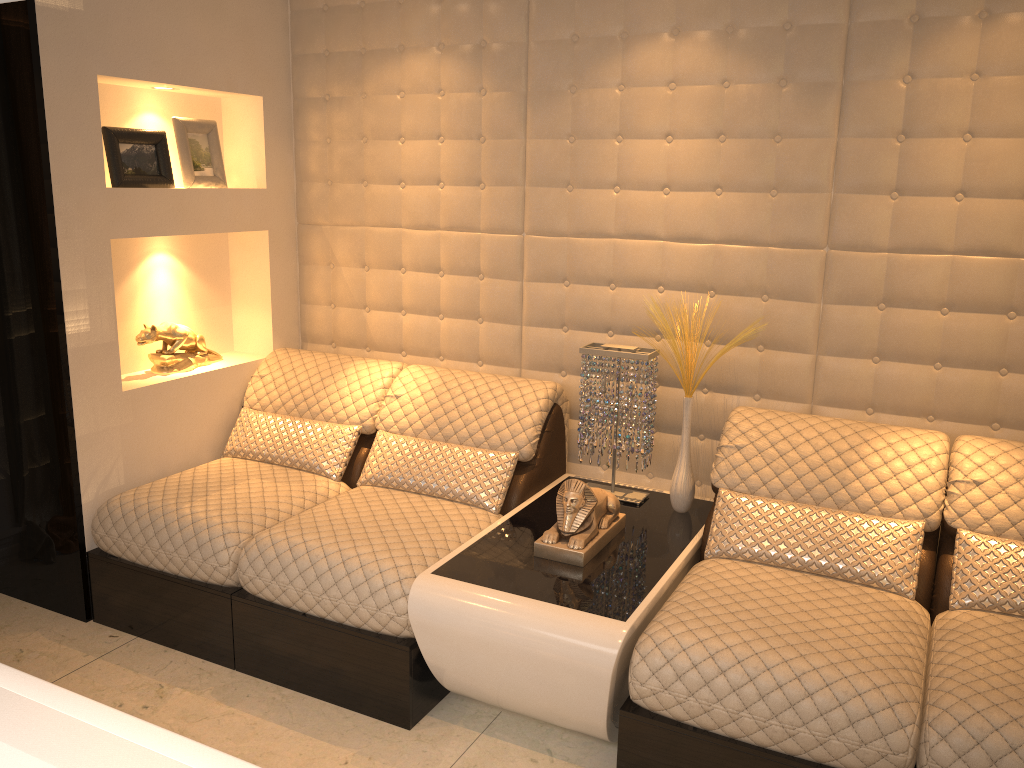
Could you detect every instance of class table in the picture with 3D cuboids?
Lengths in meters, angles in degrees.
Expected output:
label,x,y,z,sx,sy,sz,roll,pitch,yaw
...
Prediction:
label,x,y,z,sx,sy,sz,roll,pitch,yaw
table,0.238,0.683,2.770,0.608,0.457,1.143,8,14,26

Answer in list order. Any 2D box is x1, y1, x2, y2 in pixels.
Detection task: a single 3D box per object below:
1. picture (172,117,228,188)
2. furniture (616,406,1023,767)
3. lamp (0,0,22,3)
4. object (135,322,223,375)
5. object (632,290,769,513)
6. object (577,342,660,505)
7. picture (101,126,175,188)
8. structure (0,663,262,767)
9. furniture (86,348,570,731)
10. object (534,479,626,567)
label,x,y,z,sx,sy,sz,roll,pitch,yaw
picture,-1.179,-0.863,3.338,0.094,0.262,0.211,7,14,26
furniture,1.093,0.620,2.315,1.312,0.810,1.107,8,14,26
lamp,-0.858,-0.679,0.207,1.578,0.995,0.939,8,14,26
object,-1.280,-0.150,3.437,0.124,0.202,0.409,9,15,29
object,0.586,0.083,2.816,0.390,0.718,0.388,5,13,18
object,0.352,0.129,3.008,0.247,0.522,0.124,8,14,26
picture,-1.310,-0.784,3.098,0.090,0.209,0.264,8,14,26
structure,-0.896,0.975,0.566,2.912,0.812,1.659,8,14,26
furniture,-0.606,0.396,3.152,1.312,0.810,1.107,8,14,26
object,0.211,0.367,2.645,0.155,0.217,0.344,8,14,26
